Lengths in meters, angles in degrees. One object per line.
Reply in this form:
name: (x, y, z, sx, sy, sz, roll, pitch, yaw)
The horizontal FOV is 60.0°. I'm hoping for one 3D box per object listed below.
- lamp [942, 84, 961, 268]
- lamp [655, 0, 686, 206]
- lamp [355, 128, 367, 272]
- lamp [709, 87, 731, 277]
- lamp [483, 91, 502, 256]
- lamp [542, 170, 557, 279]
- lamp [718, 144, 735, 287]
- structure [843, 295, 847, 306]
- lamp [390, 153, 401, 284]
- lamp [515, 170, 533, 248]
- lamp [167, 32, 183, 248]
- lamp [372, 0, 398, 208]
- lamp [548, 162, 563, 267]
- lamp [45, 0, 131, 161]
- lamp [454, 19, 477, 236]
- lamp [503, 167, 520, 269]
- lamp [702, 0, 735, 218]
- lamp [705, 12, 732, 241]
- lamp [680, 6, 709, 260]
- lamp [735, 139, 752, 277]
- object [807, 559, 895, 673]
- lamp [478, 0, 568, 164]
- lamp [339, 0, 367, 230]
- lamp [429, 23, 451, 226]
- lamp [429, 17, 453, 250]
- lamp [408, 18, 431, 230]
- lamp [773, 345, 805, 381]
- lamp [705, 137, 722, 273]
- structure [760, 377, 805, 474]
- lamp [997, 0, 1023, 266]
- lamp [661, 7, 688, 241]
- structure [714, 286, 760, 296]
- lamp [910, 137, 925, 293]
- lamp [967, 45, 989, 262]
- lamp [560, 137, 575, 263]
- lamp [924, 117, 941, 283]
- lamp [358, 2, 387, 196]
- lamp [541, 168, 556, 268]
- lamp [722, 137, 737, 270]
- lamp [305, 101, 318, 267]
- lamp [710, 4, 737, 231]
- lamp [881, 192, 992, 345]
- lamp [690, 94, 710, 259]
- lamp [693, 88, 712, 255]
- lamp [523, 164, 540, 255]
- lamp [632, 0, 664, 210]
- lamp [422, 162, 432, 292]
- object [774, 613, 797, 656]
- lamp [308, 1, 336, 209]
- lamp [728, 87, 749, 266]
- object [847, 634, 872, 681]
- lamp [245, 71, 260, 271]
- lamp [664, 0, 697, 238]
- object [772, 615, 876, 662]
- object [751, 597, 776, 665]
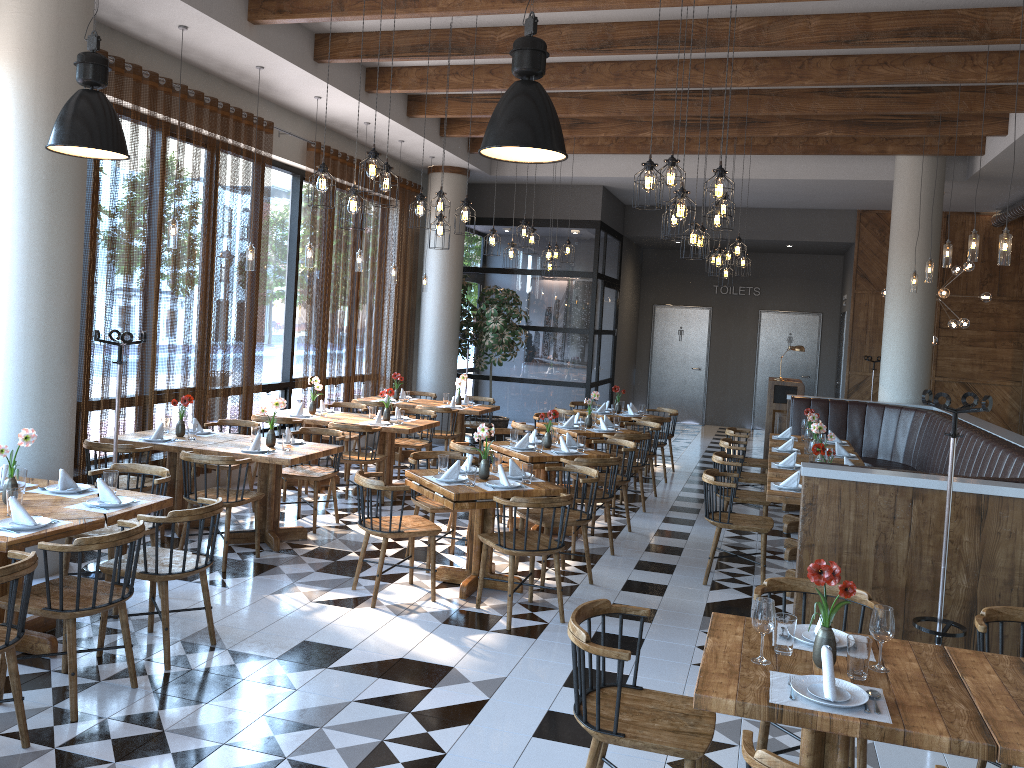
lamp: (4.174, -2.079, 8.362, 0.078, 1.961, 0.078, 2, 2, -39)
lamp: (1.070, -2.187, 5.652, 0.175, 2.068, 0.175, 5, 2, 34)
lamp: (-1.732, -2.293, 10.323, 0.078, 1.961, 0.078, 4, 2, 6)
lamp: (2.184, -2.138, 9.111, 0.175, 2.068, 0.175, 3, 2, 0)
lamp: (-0.164, -2.461, 9.825, 0.175, 2.068, 0.175, 3, 2, -22)
lamp: (0.551, -2.418, 11.654, 0.175, 2.068, 0.175, 4, 2, 29)
lamp: (2.711, -2.240, 10.976, 0.175, 2.068, 0.175, 2, 2, -30)
structure: (6.034, -1.512, 16.058, 0.025, 0.196, 0.566, 4, 4, 16)
lamp: (-1.456, -2.260, 11.273, 0.078, 1.961, 0.078, 3, 2, 2)
lamp: (0.184, -2.528, 9.662, 0.175, 2.068, 0.175, 4, 2, 11)
lamp: (-2.683, -2.078, 7.124, 0.078, 1.961, 0.078, 3, 2, -8)
lamp: (-0.839, -2.285, 6.225, 0.175, 2.068, 0.175, 3, 2, -9)
lamp: (0.637, -2.602, 11.851, 0.175, 2.068, 0.175, 4, 2, 18)
lamp: (-2.082, -2.092, 4.444, 0.390, 1.862, 0.391, 3, 2, -6)
lamp: (-0.345, -2.306, 7.521, 0.175, 2.068, 0.175, 3, 2, 2)
lamp: (0.047, -2.320, 9.865, 0.175, 2.068, 0.175, 4, 2, 11)
lamp: (1.313, -2.052, 5.371, 0.175, 2.068, 0.175, 3, 2, 1)
lamp: (1.711, -2.198, 7.132, 0.175, 2.068, 0.175, 3, 2, -24)
lamp: (1.501, -2.031, 7.058, 0.175, 2.068, 0.175, 3, 2, -13)
lamp: (2.888, -2.350, 10.830, 0.175, 2.068, 0.175, 4, 2, 27)
object: (1.160, 0.798, 3.045, 0.295, 0.354, 0.166, 5, 2, 22)
lamp: (0.103, -1.914, 3.798, 0.390, 1.862, 0.391, 4, 2, 4)
lamp: (-1.063, -2.123, 6.206, 0.175, 2.068, 0.175, 3, 2, 2)
lamp: (-0.582, -2.440, 7.806, 0.175, 2.068, 0.175, 5, 2, 35)
lamp: (-0.566, -2.192, 7.583, 0.175, 2.068, 0.175, 5, 2, 35)
lamp: (-0.747, -2.384, 7.675, 0.175, 2.068, 0.175, 4, 2, 24)
lamp: (3.687, -0.147, 11.847, 0.445, 0.755, 0.170, 3, 2, -8)
lamp: (2.588, -2.434, 11.139, 0.175, 2.068, 0.175, 2, 2, -41)
structure: (3.776, 0.594, 12.114, 0.646, 1.298, 1.046, 4, 3, 16)
lamp: (3.531, -1.816, 6.229, 0.078, 1.961, 0.078, 2, 2, -33)
lamp: (1.323, -2.164, 6.933, 0.175, 2.068, 0.175, 5, 2, 44)
structure: (4.511, -1.877, 17.798, 0.916, 0.166, 0.035, 5, 2, 16)
lamp: (4.746, -2.043, 10.322, 0.078, 1.961, 0.078, 2, 2, -42)
lamp: (3.843, -1.985, 7.254, 0.078, 1.961, 0.078, 5, 2, 35)
lamp: (0.789, -2.639, 11.704, 0.175, 2.068, 0.175, 4, 2, 29)
lamp: (4.450, -2.046, 9.312, 0.078, 1.961, 0.078, 3, 2, 2)
lamp: (-0.899, -2.331, 6.024, 0.175, 2.068, 0.175, 3, 2, 2)
lamp: (0.524, -2.535, 11.431, 0.175, 2.068, 0.175, 3, 2, -4)
lamp: (2.792, -2.482, 11.191, 0.175, 2.068, 0.175, 2, 2, -30)
lamp: (-2.063, -2.199, 9.215, 0.078, 1.961, 0.078, 4, 2, 24)
lamp: (1.706, -2.240, 6.922, 0.175, 2.068, 0.175, 3, 2, -13)
lamp: (6.085, -1.644, 12.670, 1.160, 2.189, 1.189, 3, 2, -22)
lamp: (1.982, -2.321, 9.073, 0.175, 2.068, 0.175, 3, 2, -11)
lamp: (2.039, -2.389, 9.273, 0.175, 2.068, 0.175, 3, 2, 0)
lamp: (0.272, -2.480, 9.851, 0.175, 2.068, 0.175, 3, 2, 0)
lamp: (0.908, -2.130, 5.518, 0.175, 2.068, 0.175, 4, 2, 23)
lamp: (-1.160, -2.256, 12.283, 0.078, 1.961, 0.078, 2, 2, -42)
object: (0.968, 0.891, 3.148, 0.080, 0.132, 0.080, 1, 3, -44)
lamp: (-1.266, -2.261, 6.135, 0.175, 2.068, 0.175, 2, 2, -31)
lamp: (2.400, -2.261, 9.185, 0.175, 2.068, 0.175, 2, 2, -34)
object: (1.157, 0.915, 2.961, 0.080, 0.132, 0.080, 2, 3, -39)
lamp: (-2.374, -2.030, 8.190, 0.078, 1.961, 0.078, 2, 2, -33)
lamp: (1.091, -1.938, 5.429, 0.175, 2.068, 0.175, 5, 2, 34)
object: (1.157, 0.889, 3.297, 0.352, 0.137, 0.272, 5, 4, 16)
object: (0.865, 0.850, 3.052, 0.081, 0.215, 0.081, 3, 2, -20)
